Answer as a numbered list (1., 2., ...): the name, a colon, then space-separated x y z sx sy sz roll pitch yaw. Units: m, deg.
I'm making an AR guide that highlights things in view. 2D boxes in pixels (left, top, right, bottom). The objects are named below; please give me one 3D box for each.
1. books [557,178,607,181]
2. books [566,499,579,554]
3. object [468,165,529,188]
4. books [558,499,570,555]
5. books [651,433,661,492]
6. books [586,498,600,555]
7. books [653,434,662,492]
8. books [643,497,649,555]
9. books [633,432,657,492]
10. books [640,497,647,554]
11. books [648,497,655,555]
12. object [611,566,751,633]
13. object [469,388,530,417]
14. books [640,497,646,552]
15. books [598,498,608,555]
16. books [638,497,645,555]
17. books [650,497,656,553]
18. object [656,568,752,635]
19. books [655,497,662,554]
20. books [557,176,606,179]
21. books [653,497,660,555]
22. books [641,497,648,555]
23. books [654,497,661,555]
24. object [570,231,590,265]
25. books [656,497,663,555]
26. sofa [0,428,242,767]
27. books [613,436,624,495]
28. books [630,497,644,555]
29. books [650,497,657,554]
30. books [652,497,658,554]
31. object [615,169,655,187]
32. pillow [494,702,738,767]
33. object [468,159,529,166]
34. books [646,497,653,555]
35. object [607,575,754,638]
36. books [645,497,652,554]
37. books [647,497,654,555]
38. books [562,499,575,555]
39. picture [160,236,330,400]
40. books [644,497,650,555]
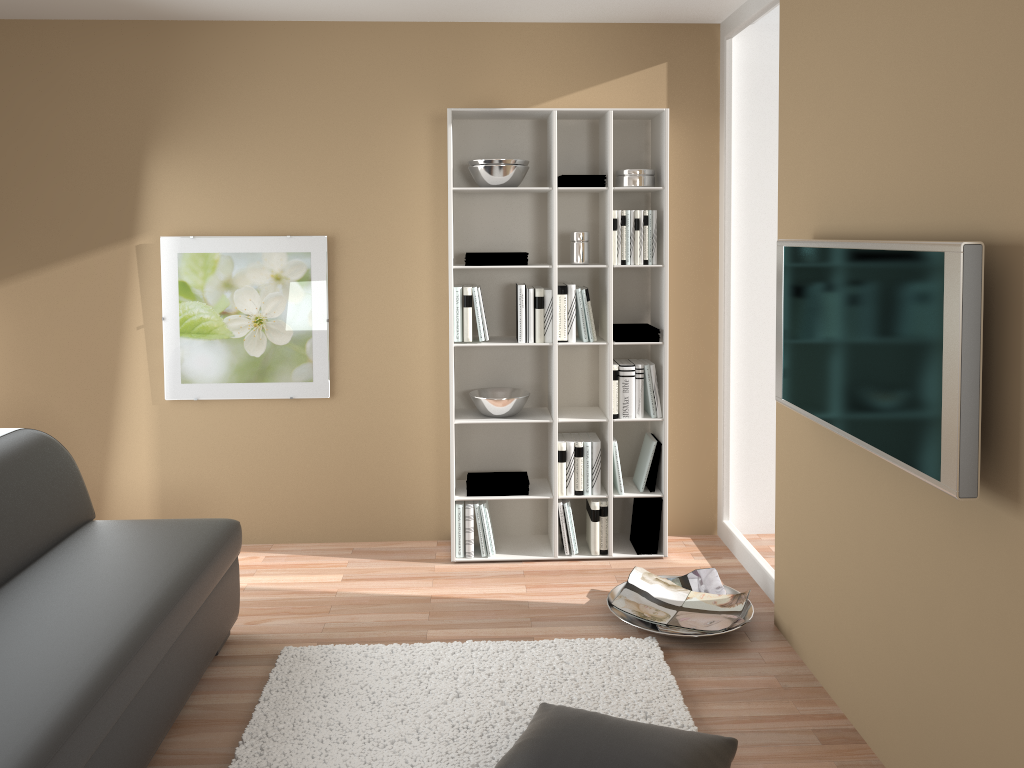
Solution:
1. books: 0.322 -0.991 4.290 0.210 0.008 0.301 -2 10 -8
2. books: 0.288 0.673 4.326 0.058 0.256 0.210 0 5 -2
3. object: -0.065 -0.998 4.267 0.300 0.106 0.301 -7 11 -37
4. books: 0.245 0.675 4.313 0.060 0.258 0.209 0 5 -2
5. books: 0.692 0.386 4.353 0.043 0.241 0.221 0 6 -2
6. books: 0.397 0.676 4.314 0.040 0.256 0.210 0 5 -2
7. books: 0.699 0.388 4.353 0.043 0.236 0.213 0 6 -2
8. books: 0.640 0.672 4.333 0.032 0.267 0.213 0 5 -2
9. books: 0.657 0.383 4.353 0.085 0.244 0.210 0 6 -2
10. books: 0.628 0.669 4.335 0.032 0.269 0.216 0 5 -2
11. books: 0.667 0.672 4.333 0.032 0.267 0.214 0 5 -2
12. object: 0.683 0.889 3.586 0.500 0.096 0.346 5 10 27
13. object: -0.059 0.097 4.317 0.300 0.106 0.301 -7 11 -37
14. books: 0.623 0.669 4.335 0.032 0.269 0.216 0 5 -2
15. books: 0.437 0.674 4.320 0.040 0.256 0.210 0 5 -2
16. books: 0.617 0.672 4.330 0.032 0.267 0.214 0 5 -2
17. books: 0.672 0.668 4.337 0.032 0.269 0.216 0 5 -2
18. object: 0.732 0.898 3.604 0.343 0.096 0.505 -1 9 -3
19. books: 0.700 0.668 4.335 0.032 0.272 0.221 0 5 -2
20. books: 0.318 -1.001 4.286 0.210 0.007 0.301 -2 10 -8
21. books: 0.689 0.671 4.335 0.032 0.267 0.213 0 5 -2
22. books: 0.634 0.670 4.331 0.032 0.270 0.219 0 5 -2
23. books: 0.694 0.671 4.335 0.032 0.267 0.213 0 5 -2
24. object: 0.328 -0.656 4.247 0.093 0.161 0.094 1 5 12
25. books: 0.706 0.671 4.336 0.032 0.267 0.213 0 5 -2
26. sofa: -1.474 0.742 2.377 0.951 0.826 2.286 -1 9 -3
27. books: 0.505 0.387 4.314 0.060 0.258 0.209 0 5 -2
28. books: 0.612 0.672 4.332 0.032 0.267 0.213 0 5 -2
29. books: 0.677 0.669 4.338 0.032 0.269 0.216 0 5 -2
30. books: 0.684 0.669 4.333 0.032 0.270 0.219 0 5 -2
31. object: 0.599 -0.995 4.280 0.192 0.089 0.193 7 11 39
32. pillow: 0.258 1.046 2.360 0.610 0.208 0.588 3 10 23
33. object: -0.065 -1.025 4.266 0.300 0.106 0.301 -7 11 -37
34. books: 0.656 0.671 4.333 0.032 0.267 0.213 0 5 -2
35. object: 0.679 0.920 3.574 0.586 0.063 0.590 -5 11 -27
36. books: 0.650 0.669 4.333 0.032 0.272 0.221 0 5 -2
37. books: 0.662 0.672 4.334 0.032 0.267 0.213 0 5 -2
38. books: 0.271 0.678 4.310 0.058 0.256 0.210 0 5 -2
39. picture: -1.327 -0.328 4.385 0.816 0.811 0.019 -1 3 -3
40. books: 0.645 0.672 4.333 0.032 0.267 0.213 0 5 -2
